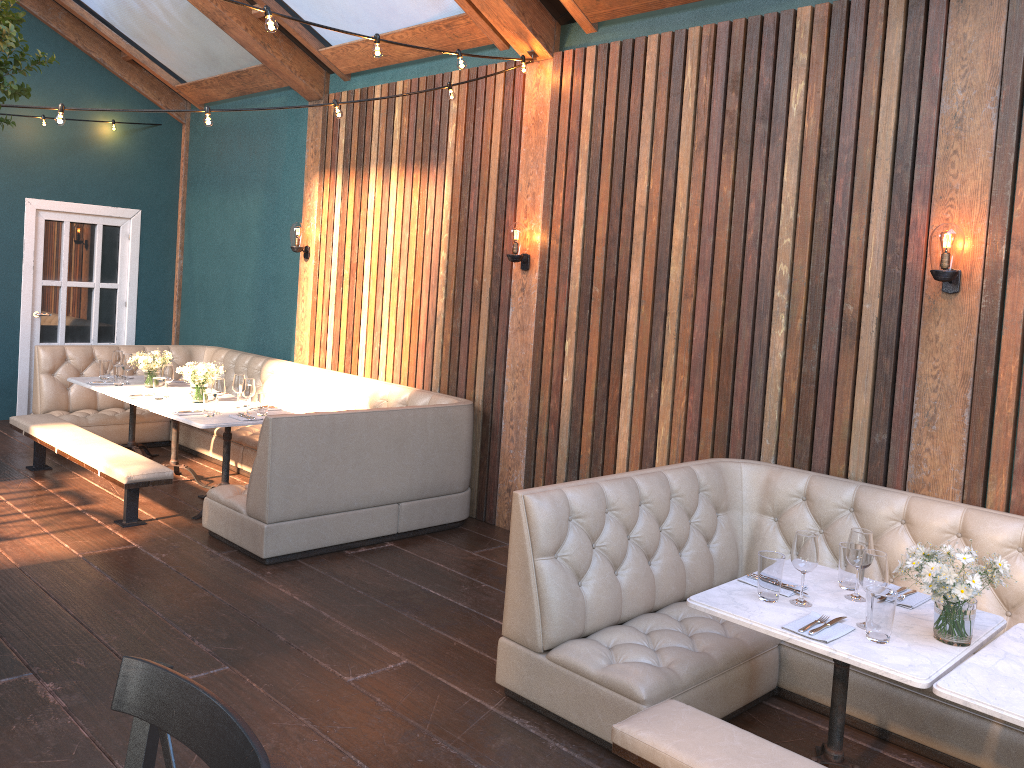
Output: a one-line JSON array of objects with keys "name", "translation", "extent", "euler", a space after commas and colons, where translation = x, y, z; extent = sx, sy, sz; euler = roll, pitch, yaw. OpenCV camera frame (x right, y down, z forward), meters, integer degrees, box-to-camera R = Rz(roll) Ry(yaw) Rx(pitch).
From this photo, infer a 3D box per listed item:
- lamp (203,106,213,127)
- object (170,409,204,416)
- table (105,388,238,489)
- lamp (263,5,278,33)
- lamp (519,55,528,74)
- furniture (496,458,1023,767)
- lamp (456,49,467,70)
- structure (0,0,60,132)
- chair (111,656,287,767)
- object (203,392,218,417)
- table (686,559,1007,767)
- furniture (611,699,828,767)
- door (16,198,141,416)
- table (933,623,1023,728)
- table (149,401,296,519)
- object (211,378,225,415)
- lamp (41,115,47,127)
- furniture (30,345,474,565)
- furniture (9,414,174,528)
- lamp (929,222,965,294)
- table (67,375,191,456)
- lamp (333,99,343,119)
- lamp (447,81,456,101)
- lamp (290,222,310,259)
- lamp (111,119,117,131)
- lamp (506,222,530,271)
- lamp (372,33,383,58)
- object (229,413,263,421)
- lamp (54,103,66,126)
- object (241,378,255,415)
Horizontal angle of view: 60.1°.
[{"name": "lamp", "translation": [-1.755, -1.548, 5.115], "extent": [0.056, 0.120, 0.056], "euler": [5, 4, 22]}, {"name": "object", "translation": [-2.174, 0.188, 6.002], "extent": [0.255, 0.019, 0.158], "euler": [-3, 9, -45]}, {"name": "table", "translation": [-2.567, 0.422, 6.748], "extent": [0.799, 0.670, 0.802], "euler": [-1, 7, -45]}, {"name": "lamp", "translation": [-1.045, -1.583, 3.838], "extent": [0.068, 0.117, 0.056], "euler": [7, 5, 42]}, {"name": "lamp", "translation": [0.078, -2.091, 5.796], "extent": [0.056, 0.119, 0.057], "euler": [3, 4, -16]}, {"name": "furniture", "translation": [2.016, 1.096, 2.773], "extent": [1.710, 0.856, 4.177], "euler": [-2, 9, -45]}, {"name": "lamp", "translation": [-0.293, -1.887, 5.145], "extent": [0.064, 0.118, 0.057], "euler": [1, 4, -36]}, {"name": "structure", "translation": [-3.004, -0.667, 2.764], "extent": [2.712, 3.683, 2.865], "euler": [1, 5, -36]}, {"name": "chair", "translation": [-0.655, 1.009, 1.256], "extent": [0.539, 1.017, 0.479], "euler": [0, 5, -45]}, {"name": "object", "translation": [-2.022, 0.137, 5.921], "extent": [0.092, 0.158, 0.092], "euler": [6, 4, 31]}, {"name": "table", "translation": [1.124, 1.099, 3.044], "extent": [0.802, 0.670, 0.799], "euler": [9, 7, 44]}, {"name": "furniture", "translation": [1.213, 1.362, 2.000], "extent": [0.313, 0.397, 2.339], "euler": [0, 7, -45]}, {"name": "door", "translation": [-7.014, -0.654, 6.767], "extent": [8.174, 2.201, 0.174], "euler": [-2, 6, -45]}, {"name": "table", "translation": [1.698, 1.204, 2.468], "extent": [0.799, 0.670, 0.802], "euler": [-1, 7, -45]}, {"name": "table", "translation": [-1.993, 0.527, 6.172], "extent": [0.802, 0.670, 0.799], "euler": [9, 7, 44]}, {"name": "object", "translation": [-2.003, 0.083, 6.027], "extent": [0.092, 0.244, 0.092], "euler": [4, 3, 3]}, {"name": "lamp", "translation": [-4.500, -2.530, 8.509], "extent": [0.056, 0.120, 0.056], "euler": [2, 4, -24]}, {"name": "furniture", "translation": [-2.233, 0.317, 7.038], "extent": [1.710, 0.856, 4.177], "euler": [-2, 9, -45]}, {"name": "furniture", "translation": [-3.059, 0.578, 6.288], "extent": [0.313, 0.397, 2.339], "euler": [0, 7, -45]}, {"name": "lamp", "translation": [1.969, -0.572, 4.006], "extent": [0.178, 0.319, 0.147], "euler": [0, 5, -45]}, {"name": "table", "translation": [-3.142, 0.317, 7.325], "extent": [0.802, 0.670, 0.799], "euler": [9, 7, 44]}, {"name": "lamp", "translation": [-1.066, -1.686, 5.427], "extent": [0.066, 0.117, 0.056], "euler": [5, 4, 21]}, {"name": "lamp", "translation": [-0.397, -1.894, 5.727], "extent": [0.073, 0.114, 0.056], "euler": [1, 5, -39]}, {"name": "lamp", "translation": [-1.897, -1.281, 7.886], "extent": [0.178, 0.319, 0.147], "euler": [0, 5, -45]}, {"name": "lamp", "translation": [-4.119, -2.676, 9.159], "extent": [0.056, 0.120, 0.056], "euler": [6, 4, 27]}, {"name": "lamp", "translation": [0.037, -0.926, 5.945], "extent": [0.178, 0.319, 0.147], "euler": [0, 5, -45]}, {"name": "lamp", "translation": [-0.683, -1.721, 4.506], "extent": [0.056, 0.120, 0.056], "euler": [6, 4, 27]}, {"name": "object", "translation": [-1.802, 0.218, 5.958], "extent": [0.157, 0.019, 0.256], "euler": [-3, 9, -44]}, {"name": "lamp", "translation": [-2.452, -1.463, 4.801], "extent": [0.056, 0.120, 0.056], "euler": [5, 4, 21]}, {"name": "object", "translation": [-1.824, 0.085, 6.115], "extent": [0.092, 0.244, 0.092], "euler": [4, 3, 3]}]
